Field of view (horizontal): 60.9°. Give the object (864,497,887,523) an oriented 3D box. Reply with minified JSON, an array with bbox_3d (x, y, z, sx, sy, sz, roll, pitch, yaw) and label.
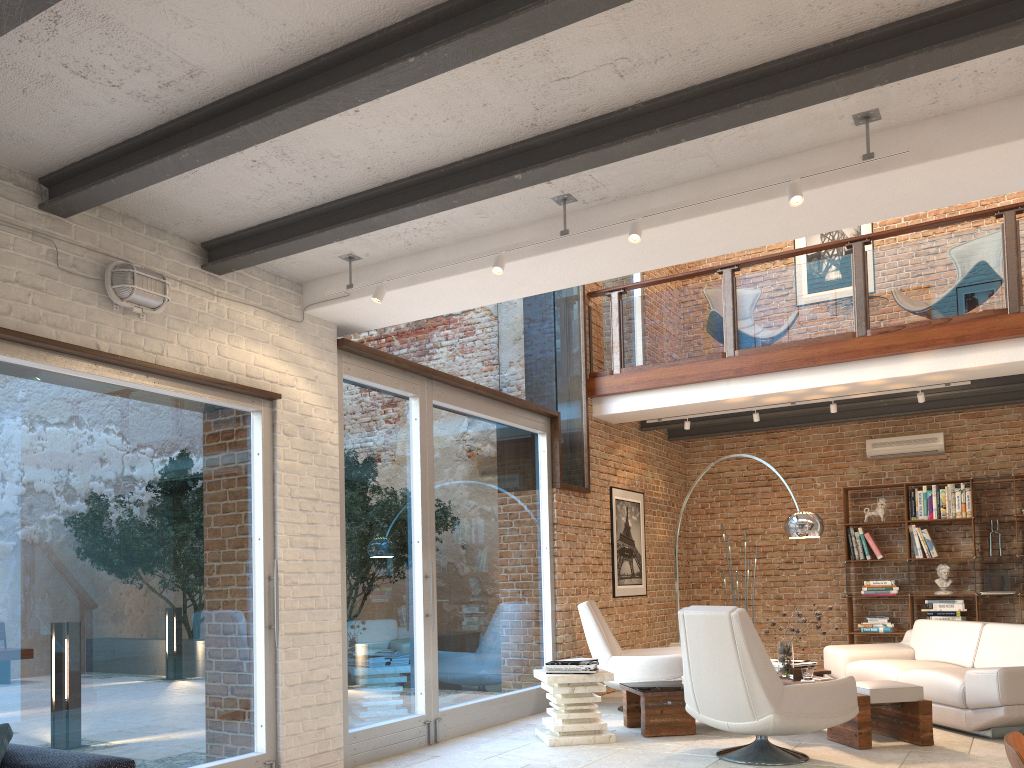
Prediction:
[{"bbox_3d":[4.172,1.447,10.008,0.254,0.277,0.131,-7,-7,38],"label":"object"}]

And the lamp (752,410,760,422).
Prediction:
[{"bbox_3d":[2.468,0.323,8.809,0.061,0.118,0.087,-4,-7,32],"label":"lamp"}]

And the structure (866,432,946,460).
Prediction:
[{"bbox_3d":[4.520,0.719,10.022,0.819,0.214,0.203,-9,-10,30],"label":"structure"}]

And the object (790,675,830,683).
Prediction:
[{"bbox_3d":[2.244,2.197,6.509,0.271,0.034,0.255,-2,-13,2],"label":"object"}]

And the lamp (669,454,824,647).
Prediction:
[{"bbox_3d":[2.142,1.811,8.135,0.320,2.302,2.069,0,-7,-23],"label":"lamp"}]

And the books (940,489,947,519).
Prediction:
[{"bbox_3d":[4.800,1.342,9.688,0.056,0.323,0.258,-3,-6,30],"label":"books"}]

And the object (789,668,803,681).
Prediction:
[{"bbox_3d":[2.158,2.194,6.589,0.094,0.080,0.117,-2,-10,2],"label":"object"}]

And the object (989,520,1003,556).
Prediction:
[{"bbox_3d":[5.207,1.659,9.390,0.122,0.392,0.062,-4,-3,33],"label":"object"}]

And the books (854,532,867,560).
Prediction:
[{"bbox_3d":[4.067,1.889,10.153,0.103,0.327,0.258,-3,-7,30],"label":"books"}]

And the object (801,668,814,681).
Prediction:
[{"bbox_3d":[2.187,2.148,6.447,0.091,0.083,0.093,0,-8,-10],"label":"object"}]

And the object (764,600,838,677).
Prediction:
[{"bbox_3d":[2.280,1.985,6.826,0.542,0.596,0.322,-2,-5,1],"label":"object"}]

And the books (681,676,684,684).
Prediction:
[{"bbox_3d":[1.502,2.307,6.775,0.326,0.055,0.261,-1,-12,0],"label":"books"}]

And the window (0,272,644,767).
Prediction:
[{"bbox_3d":[-1.733,-0.771,5.202,0.650,6.265,12.536,-3,-10,30],"label":"window"}]

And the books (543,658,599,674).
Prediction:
[{"bbox_3d":[0.479,2.112,6.548,0.390,0.078,0.581,-4,-13,14],"label":"books"}]

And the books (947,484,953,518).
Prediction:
[{"bbox_3d":[4.872,1.311,9.679,0.037,0.376,0.247,-3,-6,30],"label":"books"}]

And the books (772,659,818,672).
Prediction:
[{"bbox_3d":[2.319,2.357,7.300,0.402,0.073,0.255,5,-14,-27],"label":"books"}]

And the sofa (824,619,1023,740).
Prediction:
[{"bbox_3d":[3.617,2.311,7.034,1.144,0.738,2.387,0,-12,-9],"label":"sofa"}]

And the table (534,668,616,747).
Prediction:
[{"bbox_3d":[0.457,2.388,6.485,0.495,0.494,0.505,0,-8,-10],"label":"table"}]

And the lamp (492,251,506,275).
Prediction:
[{"bbox_3d":[-0.066,-0.618,4.438,0.061,0.118,0.087,-4,-7,32],"label":"lamp"}]

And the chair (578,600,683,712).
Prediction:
[{"bbox_3d":[1.112,2.453,7.910,0.986,0.978,1.046,-3,-8,14],"label":"chair"}]

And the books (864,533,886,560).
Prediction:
[{"bbox_3d":[4.191,1.874,10.071,0.196,0.312,0.258,-5,-7,30],"label":"books"}]

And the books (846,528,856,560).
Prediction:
[{"bbox_3d":[3.976,1.871,10.176,0.092,0.377,0.247,-3,-6,30],"label":"books"}]

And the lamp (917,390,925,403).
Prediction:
[{"bbox_3d":[3.778,0.116,8.053,0.061,0.113,0.095,-5,-8,37],"label":"lamp"}]

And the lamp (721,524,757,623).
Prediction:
[{"bbox_3d":[2.656,2.524,10.152,0.418,1.786,0.202,-1,-3,0],"label":"lamp"}]

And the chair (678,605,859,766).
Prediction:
[{"bbox_3d":[1.533,1.917,5.613,0.980,0.995,1.041,6,-11,-43],"label":"chair"}]

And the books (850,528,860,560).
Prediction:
[{"bbox_3d":[4.012,1.867,10.164,0.092,0.377,0.247,-3,-6,30],"label":"books"}]

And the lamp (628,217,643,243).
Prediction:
[{"bbox_3d":[0.576,-0.714,4.062,0.061,0.126,0.087,-4,-6,32],"label":"lamp"}]

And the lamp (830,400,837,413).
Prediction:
[{"bbox_3d":[3.110,0.226,8.433,0.061,0.126,0.087,-4,-6,32],"label":"lamp"}]

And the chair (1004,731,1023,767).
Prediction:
[{"bbox_3d":[1.351,1.201,1.975,0.425,0.760,0.409,-4,-6,30],"label":"chair"}]

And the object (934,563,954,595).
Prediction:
[{"bbox_3d":[4.787,2.166,9.677,0.195,0.343,0.198,3,-7,-44],"label":"object"}]

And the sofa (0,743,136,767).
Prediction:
[{"bbox_3d":[-2.199,1.148,1.146,2.096,0.646,4.016,-8,-14,29],"label":"sofa"}]

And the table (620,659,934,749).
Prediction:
[{"bbox_3d":[1.887,2.476,6.864,1.970,0.420,2.261,1,-13,-9],"label":"table"}]

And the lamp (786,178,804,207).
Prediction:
[{"bbox_3d":[1.200,-0.812,3.700,0.059,0.126,0.087,-1,-6,0],"label":"lamp"}]

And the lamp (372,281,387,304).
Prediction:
[{"bbox_3d":[-0.736,-0.505,4.838,0.087,0.126,0.060,0,-5,-10],"label":"lamp"}]

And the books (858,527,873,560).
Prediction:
[{"bbox_3d":[4.098,1.852,10.099,0.122,0.374,0.247,-3,-6,30],"label":"books"}]

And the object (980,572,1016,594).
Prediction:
[{"bbox_3d":[5.228,2.145,9.387,0.338,0.228,0.288,-7,-10,30],"label":"object"}]

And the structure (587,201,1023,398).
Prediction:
[{"bbox_3d":[3.003,-0.293,2.991,10.236,4.049,14.085,-8,-14,29],"label":"structure"}]

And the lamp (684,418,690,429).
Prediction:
[{"bbox_3d":[1.843,0.425,9.171,0.059,0.126,0.087,-1,-6,0],"label":"lamp"}]
